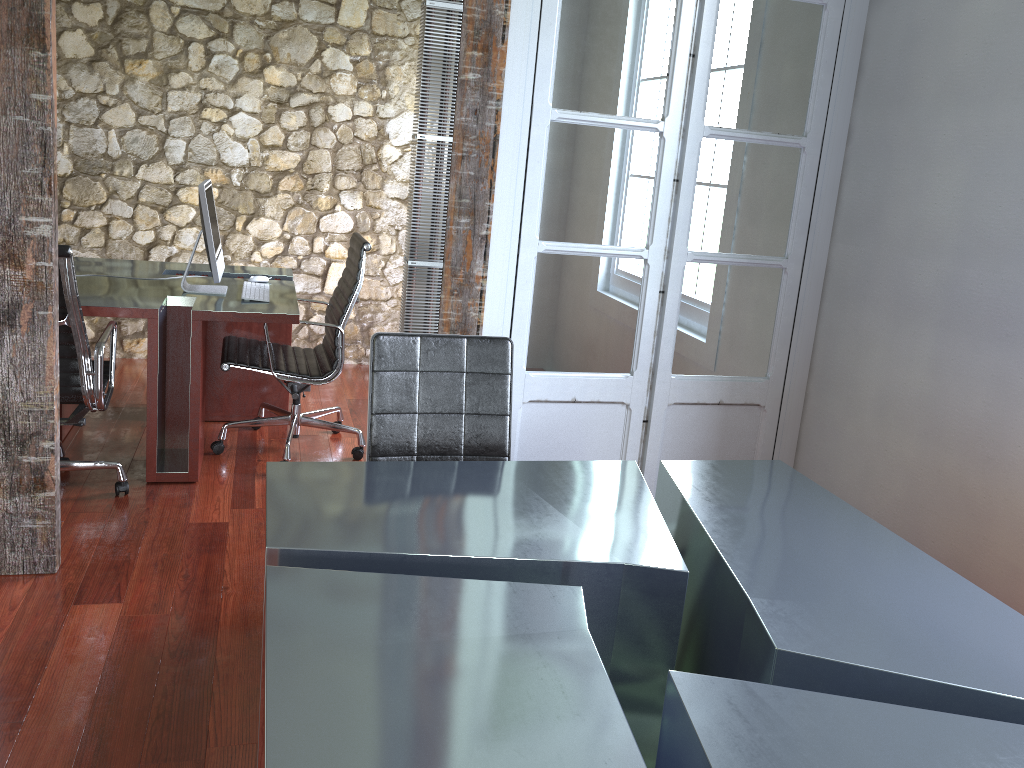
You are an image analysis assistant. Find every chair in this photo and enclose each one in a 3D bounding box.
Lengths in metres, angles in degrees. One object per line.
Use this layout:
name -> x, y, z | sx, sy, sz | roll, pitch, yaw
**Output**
chair -> -1.778, -0.050, 3.280 | 0.665, 1.012, 0.707 | 1, 13, -21
chair -> -1.002, -0.182, 4.074 | 0.698, 1.012, 0.673 | 3, 13, -12
chair -> -0.172, 0.371, 2.449 | 0.475, 0.909, 0.609 | 2, 13, -16

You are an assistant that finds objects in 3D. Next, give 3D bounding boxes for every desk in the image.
desk -> -2.281, -0.135, 3.991 | 2.506, 0.720, 1.316 | 1, 14, -16
desk -> 0.280, 0.751, 1.644 | 1.445, 0.647, 1.733 | 1, 15, -16

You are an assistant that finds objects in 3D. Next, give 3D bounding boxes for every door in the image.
door -> 0.531, -0.383, 3.116 | 1.159, 2.158, 0.041 | 2, 12, -16

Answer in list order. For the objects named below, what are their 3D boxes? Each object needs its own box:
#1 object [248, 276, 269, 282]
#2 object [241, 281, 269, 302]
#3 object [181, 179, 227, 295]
object -> -1.243, -0.516, 4.341 | 0.059, 0.028, 0.106 | 18, 19, 41
object -> -1.166, -0.422, 4.032 | 0.118, 0.017, 0.444 | 1, 15, -16
object -> -1.365, -0.658, 3.949 | 0.189, 0.480, 0.489 | 2, 13, -16
